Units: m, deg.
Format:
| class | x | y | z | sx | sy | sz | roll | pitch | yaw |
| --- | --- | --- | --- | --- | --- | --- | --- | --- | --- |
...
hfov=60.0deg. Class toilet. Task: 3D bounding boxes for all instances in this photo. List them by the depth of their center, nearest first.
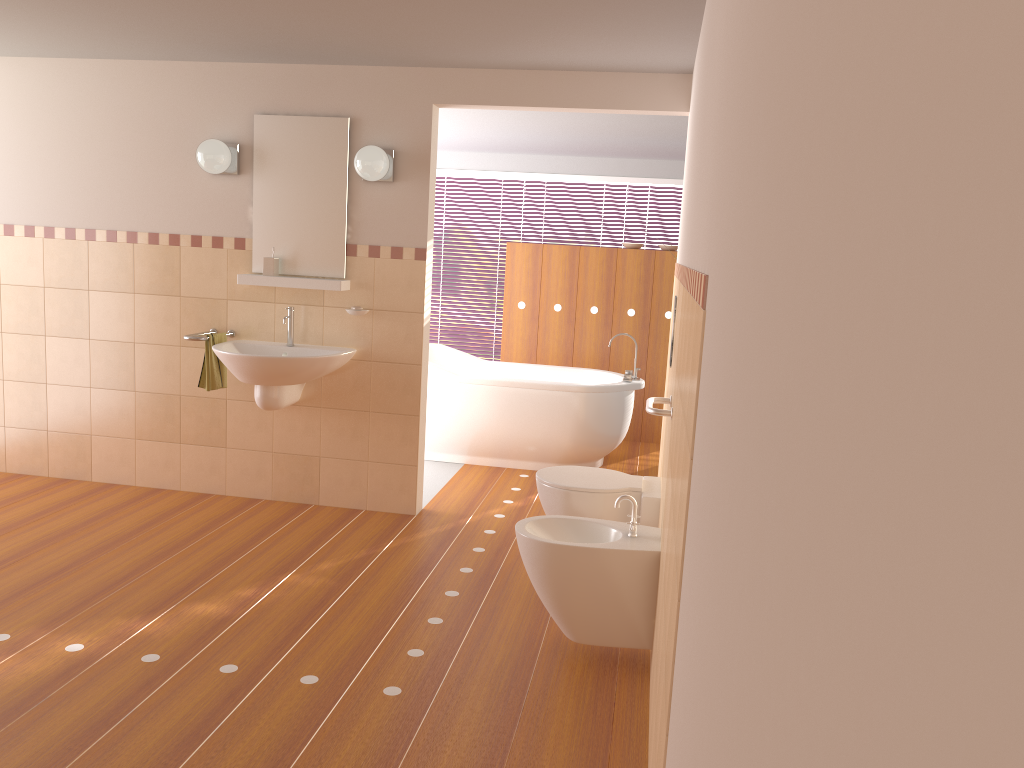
| class | x | y | z | sx | sy | sz | roll | pitch | yaw |
| --- | --- | --- | --- | --- | --- | --- | --- | --- | --- |
| toilet | 0.356 | 0.596 | 3.800 | 0.534 | 0.400 | 0.375 | 5 | 9 | 9 |

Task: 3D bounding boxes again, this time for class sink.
| class | x | y | z | sx | sy | sz | roll | pitch | yaw |
| --- | --- | --- | --- | --- | --- | --- | --- | --- | --- |
| sink | 0.260 | 0.633 | 3.143 | 0.515 | 0.517 | 0.335 | 5 | 9 | 9 |
| sink | -1.168 | -0.115 | 4.400 | 0.683 | 0.516 | 0.539 | 5 | 9 | 9 |

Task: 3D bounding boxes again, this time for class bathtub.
| class | x | y | z | sx | sy | sz | roll | pitch | yaw |
| --- | --- | --- | --- | --- | --- | --- | --- | --- | --- |
| bathtub | -0.042 | 0.046 | 6.094 | 1.874 | 0.900 | 0.888 | 5 | 9 | 9 |

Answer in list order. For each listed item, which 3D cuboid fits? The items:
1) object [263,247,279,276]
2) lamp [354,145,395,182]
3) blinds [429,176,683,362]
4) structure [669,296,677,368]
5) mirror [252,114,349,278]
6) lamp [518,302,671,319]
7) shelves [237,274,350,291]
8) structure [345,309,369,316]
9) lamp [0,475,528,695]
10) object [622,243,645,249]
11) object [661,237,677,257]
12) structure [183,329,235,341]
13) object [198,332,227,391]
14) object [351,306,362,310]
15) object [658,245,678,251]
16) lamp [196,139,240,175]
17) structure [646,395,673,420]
| class | x | y | z | sx | sy | sz | roll | pitch | yaw |
| --- | --- | --- | --- | --- | --- | --- | --- | --- | --- |
| object | -1.234 | -0.627 | 4.533 | 0.063 | 0.149 | 0.073 | 5 | 9 | 9 |
| lamp | -0.682 | -1.080 | 4.348 | 0.173 | 0.173 | 0.209 | 5 | 9 | 9 |
| blinds | 0.523 | -0.844 | 8.255 | 4.712 | 2.022 | 0.032 | 5 | 9 | 9 |
| structure | 0.649 | -0.214 | 3.575 | 0.005 | 0.279 | 0.170 | 5 | 9 | 9 |
| mirror | -1.082 | -0.955 | 4.522 | 0.502 | 0.799 | 0.008 | 5 | 9 | 9 |
| lamp | 0.625 | -0.561 | 6.732 | 1.169 | 0.052 | 0.001 | 5 | 9 | 9 |
| shelves | -1.115 | -0.521 | 4.536 | 0.554 | 0.050 | 0.138 | 5 | 9 | 9 |
| structure | -0.796 | -0.364 | 4.529 | 0.117 | 0.029 | 0.092 | 5 | 9 | 9 |
| lamp | -1.690 | 0.659 | 4.463 | 3.173 | 0.001 | 2.893 | 5 | 9 | 9 |
| object | 0.921 | -1.047 | 6.750 | 0.173 | 0.046 | 0.173 | 5 | 9 | 9 |
| object | 1.561 | -0.220 | 6.249 | 0.683 | 1.557 | 1.335 | 11 | 12 | 41 |
| structure | -1.563 | -0.247 | 4.549 | 0.142 | 0.042 | 0.333 | 5 | 9 | 9 |
| object | -1.515 | -0.115 | 4.555 | 0.085 | 0.306 | 0.181 | 7 | 10 | 25 |
| object | -0.793 | -0.386 | 4.526 | 0.050 | 0.023 | 0.075 | -1 | 10 | -26 |
| object | 1.189 | -1.025 | 6.708 | 0.173 | 0.046 | 0.173 | 5 | 9 | 9 |
| lamp | -1.495 | -1.145 | 4.474 | 0.173 | 0.173 | 0.209 | 5 | 9 | 9 |
| structure | 0.503 | 0.076 | 3.023 | 0.091 | 0.042 | 0.295 | 5 | 9 | 9 |
